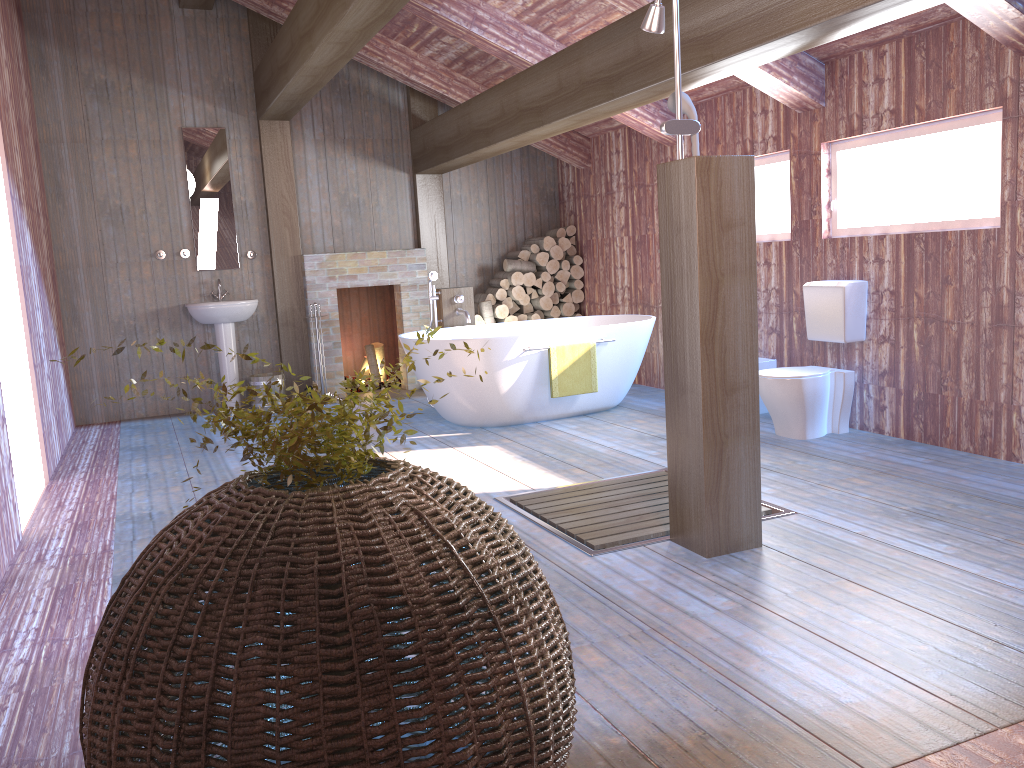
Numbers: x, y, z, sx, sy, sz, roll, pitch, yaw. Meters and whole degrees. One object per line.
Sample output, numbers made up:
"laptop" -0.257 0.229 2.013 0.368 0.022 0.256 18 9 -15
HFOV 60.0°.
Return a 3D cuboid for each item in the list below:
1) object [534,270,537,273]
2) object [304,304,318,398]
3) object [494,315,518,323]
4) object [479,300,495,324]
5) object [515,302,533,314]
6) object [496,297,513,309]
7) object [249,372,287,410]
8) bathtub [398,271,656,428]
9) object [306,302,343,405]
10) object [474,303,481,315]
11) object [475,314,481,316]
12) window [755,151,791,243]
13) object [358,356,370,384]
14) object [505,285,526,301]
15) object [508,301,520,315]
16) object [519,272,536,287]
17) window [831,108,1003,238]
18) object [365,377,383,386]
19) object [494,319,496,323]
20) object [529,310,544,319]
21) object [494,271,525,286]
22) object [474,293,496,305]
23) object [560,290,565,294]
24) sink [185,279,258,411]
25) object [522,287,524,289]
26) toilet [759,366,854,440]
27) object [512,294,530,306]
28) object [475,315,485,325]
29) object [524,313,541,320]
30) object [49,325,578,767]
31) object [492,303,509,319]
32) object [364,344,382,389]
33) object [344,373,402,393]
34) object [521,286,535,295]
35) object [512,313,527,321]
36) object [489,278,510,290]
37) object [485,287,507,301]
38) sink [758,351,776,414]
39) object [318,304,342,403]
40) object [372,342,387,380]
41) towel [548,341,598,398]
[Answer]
"object" 0.130 -1.108 8.655 0.121 0.124 0.291 -7 9 -22
"object" -1.763 -0.267 7.703 0.136 0.846 0.062 -10 11 -41
"object" -0.096 -0.606 8.525 0.139 0.148 0.458 -7 9 -22
"object" -0.227 -0.628 8.262 0.147 0.298 0.109 -6 9 -20
"object" 0.096 -0.749 8.683 0.104 0.127 0.321 -7 9 -22
"object" -0.103 -0.777 8.496 0.111 0.113 0.301 -7 9 -23
"object" -2.122 0.062 7.726 0.309 0.290 0.308 -5 8 -12
"bathtub" 0.143 -0.319 6.573 1.935 1.109 1.460 -4 8 -1
"object" -1.718 -0.270 7.778 0.276 0.888 0.333 -1 8 19
"object" -0.332 -0.725 8.512 0.108 0.113 0.302 -7 9 -22
"object" -0.364 -0.639 8.506 0.099 0.093 0.280 -7 9 -22
"window" 1.649 -1.301 6.362 0.054 0.587 1.255 -7 9 -22
"object" -1.451 -0.121 8.713 0.221 0.306 0.121 -3 8 5
"object" -0.030 -0.874 8.503 0.141 0.143 0.437 -7 9 -24
"object" -0.041 -0.747 8.621 0.128 0.150 0.323 -7 9 -22
"object" 0.078 -1.010 8.540 0.138 0.147 0.440 -7 9 -22
"window" 2.236 -1.135 4.941 0.054 0.587 1.255 -7 9 -22
"object" -1.339 -0.003 8.603 0.085 0.084 0.278 0 9 24
"object" -0.265 -0.608 8.536 0.121 0.124 0.291 -7 9 -22
"object" 0.198 -0.675 8.736 0.116 0.118 0.289 -7 9 -25
"object" -0.028 -1.012 8.494 0.135 0.145 0.439 -7 9 -22
"object" -0.266 -0.806 8.457 0.114 0.113 0.301 -7 9 -25
"object" 0.456 -0.916 8.699 0.067 0.069 0.177 -7 9 -22
"sink" -2.433 -0.325 7.575 0.582 1.143 0.475 -7 9 -23
"object" 0.061 -0.904 8.524 0.057 0.061 0.156 -7 9 -23
"toilet" 1.727 0.115 5.339 0.534 0.400 0.375 -7 9 -22
"object" 0.065 -0.821 8.548 0.115 0.123 0.291 -7 9 -21
"object" -0.410 -0.594 8.385 0.139 0.137 0.455 -7 9 -24
"object" 0.136 -0.643 8.603 0.098 0.100 0.437 -7 9 -24
"object" -0.366 0.411 1.807 0.972 1.073 0.970 -11 11 -42
"object" -0.177 -0.702 8.463 0.138 0.147 0.440 -7 9 -22
"object" -1.339 -0.165 8.575 0.098 0.434 0.283 -7 9 -24
"object" -1.445 -0.024 8.895 0.829 0.085 0.935 -10 10 -40
"object" 0.125 -0.905 8.568 0.088 0.092 0.280 -7 9 -22
"object" 0.040 -0.628 8.568 0.114 0.120 0.303 -7 9 -22
"object" -0.116 -0.954 8.468 0.106 0.112 0.282 -7 9 -22
"object" -0.154 -0.858 8.446 0.115 0.123 0.291 -7 9 -21
"sink" 1.526 -0.039 6.093 0.515 0.517 0.335 -7 9 -22
"object" -1.623 -0.269 7.749 0.206 0.871 0.126 -1 9 20
"object" -1.328 -0.186 8.827 0.140 0.459 0.266 -4 8 -5
"towel" 0.423 -0.102 6.093 0.370 0.361 0.032 -7 9 -26
